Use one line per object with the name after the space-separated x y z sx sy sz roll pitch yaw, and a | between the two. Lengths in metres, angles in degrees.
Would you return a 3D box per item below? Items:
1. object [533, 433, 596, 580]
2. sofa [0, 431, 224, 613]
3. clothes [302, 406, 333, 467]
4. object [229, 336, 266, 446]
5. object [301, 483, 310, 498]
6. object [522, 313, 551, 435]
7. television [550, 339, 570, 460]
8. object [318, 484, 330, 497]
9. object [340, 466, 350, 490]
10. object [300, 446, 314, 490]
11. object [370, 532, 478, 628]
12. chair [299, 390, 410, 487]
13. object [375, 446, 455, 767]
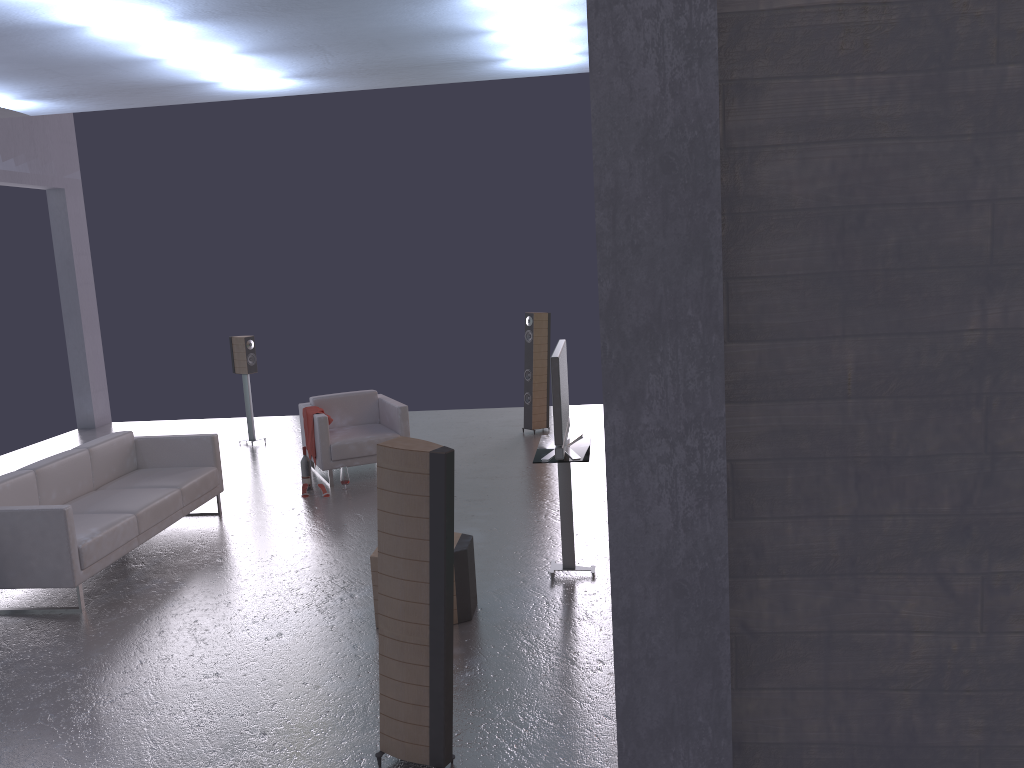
0.374 0.844 6.068 0.360 0.958 0.818 -2 9 6 | object
-3.271 0.973 7.049 1.026 0.824 2.353 -2 9 6 | sofa
-1.991 0.548 9.194 0.254 0.604 0.574 -7 9 -24 | clothes
-3.336 0.078 11.146 0.333 1.363 0.243 3 11 37 | object
-2.011 1.036 8.612 0.079 0.087 0.235 -6 9 -16 | object
0.326 -0.148 10.897 0.444 1.473 0.244 -10 11 -38 | object
0.329 0.075 5.954 0.054 0.644 1.000 -2 9 6 | television
-1.818 1.030 8.582 0.079 0.087 0.235 -8 10 -26 | object
-1.647 0.924 8.735 0.091 0.233 0.091 3 10 34 | object
-2.043 0.833 8.800 0.109 0.435 0.109 2 10 33 | object
-0.547 1.222 5.591 0.604 0.459 0.514 -2 9 6 | object
-1.673 0.534 9.411 0.936 0.808 1.026 -7 9 -23 | chair
-0.401 0.969 3.830 0.444 1.469 0.244 2 10 31 | object
